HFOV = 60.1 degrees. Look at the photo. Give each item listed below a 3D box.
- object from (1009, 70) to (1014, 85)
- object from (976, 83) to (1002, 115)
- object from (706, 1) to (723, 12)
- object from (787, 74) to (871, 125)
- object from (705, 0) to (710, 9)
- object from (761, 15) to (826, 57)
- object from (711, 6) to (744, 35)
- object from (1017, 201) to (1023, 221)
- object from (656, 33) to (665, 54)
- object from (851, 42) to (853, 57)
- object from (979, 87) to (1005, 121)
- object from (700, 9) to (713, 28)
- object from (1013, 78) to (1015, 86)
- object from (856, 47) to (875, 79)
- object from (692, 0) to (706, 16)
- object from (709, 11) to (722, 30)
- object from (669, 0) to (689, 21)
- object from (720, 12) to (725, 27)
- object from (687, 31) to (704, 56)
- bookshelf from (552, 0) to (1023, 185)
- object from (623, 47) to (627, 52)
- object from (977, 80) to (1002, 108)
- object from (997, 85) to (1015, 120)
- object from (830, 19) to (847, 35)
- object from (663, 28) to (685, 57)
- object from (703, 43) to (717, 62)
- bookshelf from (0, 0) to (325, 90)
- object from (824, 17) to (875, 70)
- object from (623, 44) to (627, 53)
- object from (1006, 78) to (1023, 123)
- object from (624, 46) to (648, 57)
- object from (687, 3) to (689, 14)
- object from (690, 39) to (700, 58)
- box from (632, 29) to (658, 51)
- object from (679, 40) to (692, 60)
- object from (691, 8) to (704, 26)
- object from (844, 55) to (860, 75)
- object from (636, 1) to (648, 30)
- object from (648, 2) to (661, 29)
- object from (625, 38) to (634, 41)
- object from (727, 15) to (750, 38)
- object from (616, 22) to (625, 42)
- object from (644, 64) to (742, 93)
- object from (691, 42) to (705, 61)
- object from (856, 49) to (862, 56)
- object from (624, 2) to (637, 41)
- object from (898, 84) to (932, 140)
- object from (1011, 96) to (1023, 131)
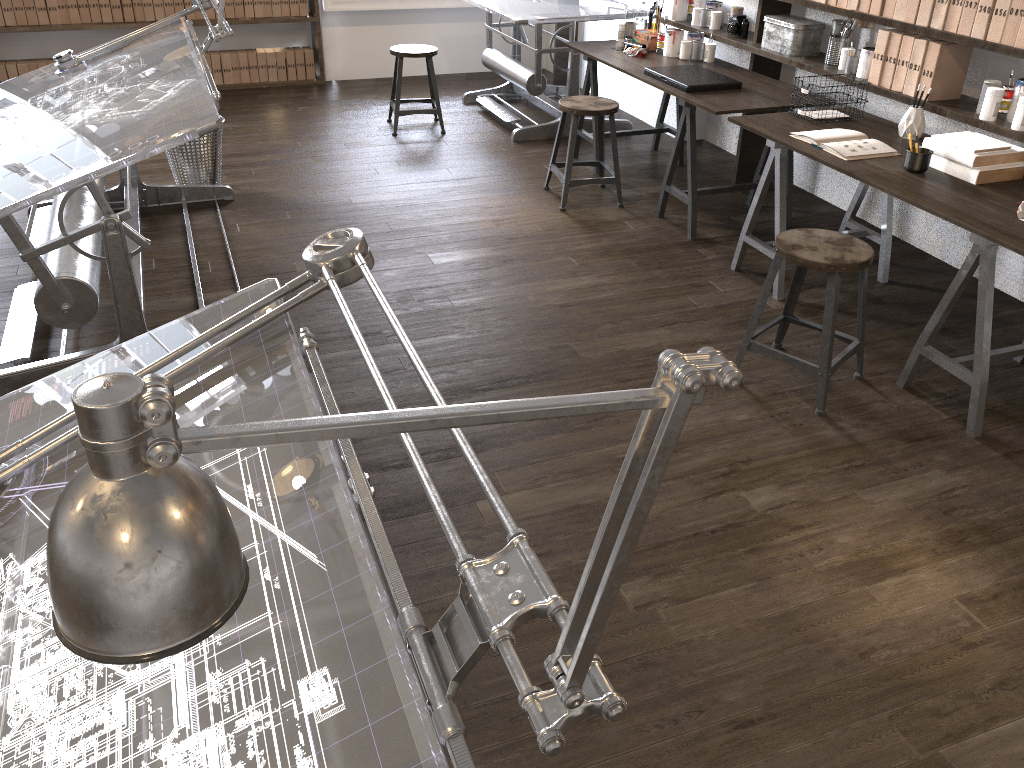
[{"bbox_3d":[1.906,-1.114,3.396,0.009,0.165,0.041,-8,31,-16],"label":"object"},{"bbox_3d":[1.831,-1.089,3.399,0.063,0.115,0.064,11,31,16],"label":"object"},{"bbox_3d":[1.167,-2.147,5.133,0.094,0.125,0.097,6,30,7],"label":"object"},{"bbox_3d":[1.374,-1.237,3.838,0.285,0.157,0.208,-10,32,-19],"label":"object"},{"bbox_3d":[1.134,-2.233,5.256,0.072,0.126,0.072,15,32,22],"label":"object"},{"bbox_3d":[1.409,-1.753,4.455,0.193,0.149,0.323,-10,33,-19],"label":"object"},{"bbox_3d":[1.205,-2.001,4.912,0.108,0.158,0.239,20,35,28],"label":"object"},{"bbox_3d":[1.679,-0.526,2.771,0.199,0.049,0.134,24,38,33],"label":"object"},{"bbox_3d":[0.847,-1.929,5.017,0.049,0.109,0.050,-12,32,-22],"label":"object"},{"bbox_3d":[1.549,-1.488,4.028,0.008,0.122,0.042,-16,34,-28],"label":"object"},{"bbox_3d":[1.810,-1.054,3.340,0.062,0.117,0.063,16,33,24],"label":"object"},{"bbox_3d":[1.105,-2.078,5.040,0.063,0.091,0.063,-18,35,-31],"label":"object"},{"bbox_3d":[1.923,-1.107,3.404,0.004,0.127,0.036,-5,30,-12],"label":"object"},{"bbox_3d":[1.599,-1.431,3.956,0.094,0.125,0.097,-6,31,-13],"label":"object"},{"bbox_3d":[1.096,-2.197,5.194,0.070,0.127,0.071,10,31,14],"label":"object"},{"bbox_3d":[1.149,-2.051,4.996,0.062,0.092,0.063,-18,35,-31],"label":"object"},{"bbox_3d":[0.990,-2.251,5.245,0.108,0.173,0.109,-9,31,-17],"label":"object"},{"bbox_3d":[1.186,-2.083,5.070,0.054,0.078,0.055,4,30,5],"label":"object"},{"bbox_3d":[1.024,-1.904,4.968,0.094,0.125,0.097,-8,31,-15],"label":"object"},{"bbox_3d":[1.914,-1.151,3.456,0.374,3.137,9.360,-9,32,-19],"label":"bookshelf"},{"bbox_3d":[0.652,-1.929,5.105,0.005,0.005,0.161,8,31,11],"label":"object"},{"bbox_3d":[1.859,-1.120,3.453,0.062,0.117,0.063,11,31,16],"label":"object"},{"bbox_3d":[1.868,-1.065,3.360,0.044,0.125,0.046,-9,31,-19],"label":"object"},{"bbox_3d":[1.575,-1.661,4.287,0.079,0.184,0.080,-23,38,-36],"label":"object"},{"bbox_3d":[0.907,-1.914,4.969,0.104,0.138,0.107,-14,33,-25],"label":"object"},{"bbox_3d":[1.081,-1.811,4.840,0.062,0.092,0.063,16,33,23],"label":"object"},{"bbox_3d":[-2.688,-3.246,6.259,2.480,3.641,0.421,-10,31,-19],"label":"bookshelf"},{"bbox_3d":[1.554,-1.619,4.123,0.157,0.266,0.184,-19,36,-32],"label":"object"},{"bbox_3d":[0.652,-1.929,5.090,0.011,0.017,0.175,6,31,8],"label":"object"},{"bbox_3d":[1.920,-1.053,3.312,0.094,0.158,0.096,-12,32,-22],"label":"object"},{"bbox_3d":[0.700,-1.886,4.998,0.132,0.049,0.201,5,31,6],"label":"object"},{"bbox_3d":[1.062,-2.256,5.319,0.062,0.108,0.062,-10,32,-20],"label":"object"},{"bbox_3d":[1.017,-1.857,4.913,0.044,0.099,0.046,-10,32,-19],"label":"object"},{"bbox_3d":[0.811,-2.008,5.165,0.138,0.081,0.216,-10,33,-19],"label":"box"},{"bbox_3d":[0.959,-1.846,4.893,0.062,0.092,0.063,11,31,16],"label":"object"},{"bbox_3d":[1.067,-2.110,5.092,0.062,0.092,0.063,-18,35,-31],"label":"object"},{"bbox_3d":[1.610,-1.459,4.035,0.181,0.091,0.063,-3,30,-7],"label":"object"},{"bbox_3d":[0.767,-2.146,5.251,0.068,0.232,0.070,-11,32,-21],"label":"object"},{"bbox_3d":[0.846,-2.157,5.280,0.068,0.224,0.070,-11,32,-21],"label":"object"},{"bbox_3d":[0.691,-2.018,5.225,0.049,0.036,0.050,-12,33,-22],"label":"object"},{"bbox_3d":[1.216,-1.947,4.810,0.091,0.106,0.174,-10,32,-19],"label":"object"},{"bbox_3d":[0.662,-2.110,5.311,0.068,0.102,0.070,-7,31,-15],"label":"object"},{"bbox_3d":[0.898,-1.532,4.430,0.313,0.033,0.454,-10,33,-18],"label":"object"},{"bbox_3d":[1.020,-1.826,4.862,0.063,0.091,0.064,16,33,23],"label":"object"},{"bbox_3d":[1.610,-1.486,4.074,0.063,0.091,0.064,18,34,26],"label":"object"},{"bbox_3d":[0.701,-2.130,5.229,0.068,0.224,0.070,-11,32,-21],"label":"object"},{"bbox_3d":[1.623,-1.093,3.564,0.102,0.204,0.103,14,32,20],"label":"object"},{"bbox_3d":[1.865,-0.983,3.223,0.062,0.117,0.062,22,35,31],"label":"object"}]
